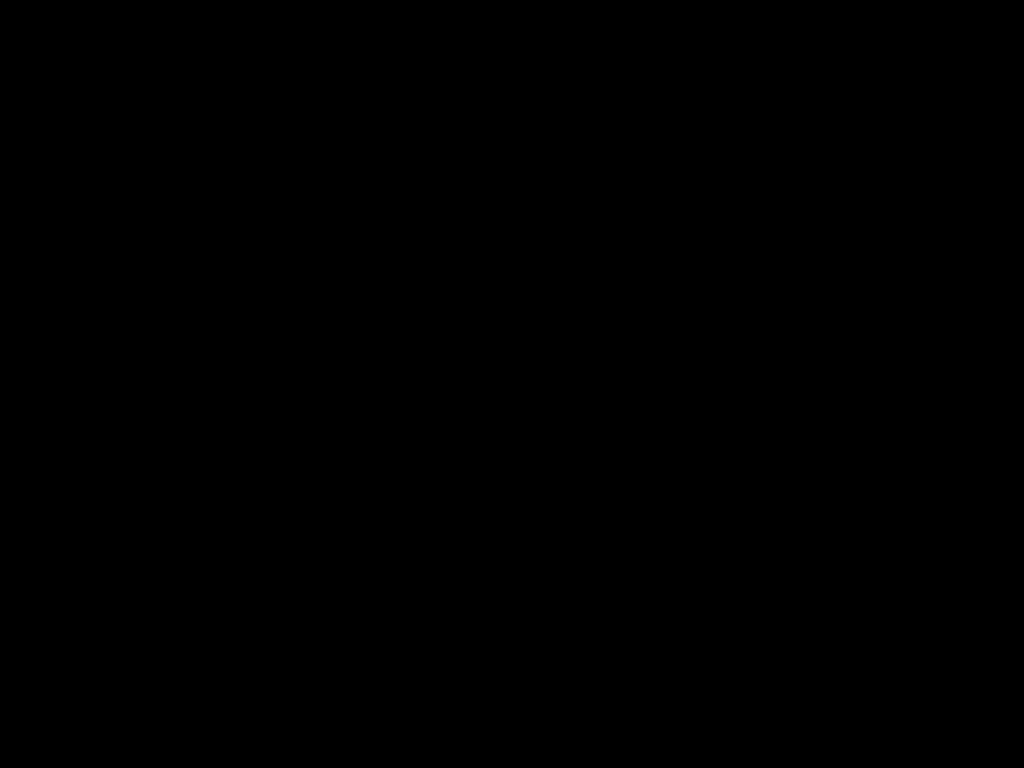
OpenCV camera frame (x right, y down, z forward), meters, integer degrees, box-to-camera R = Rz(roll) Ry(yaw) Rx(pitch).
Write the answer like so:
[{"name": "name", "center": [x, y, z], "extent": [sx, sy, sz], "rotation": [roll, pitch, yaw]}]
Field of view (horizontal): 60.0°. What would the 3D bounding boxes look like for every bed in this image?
[{"name": "bed", "center": [-0.228, -0.313, 0.268], "extent": [2.087, 0.994, 3.009], "rotation": [-13, 13, -19]}]
